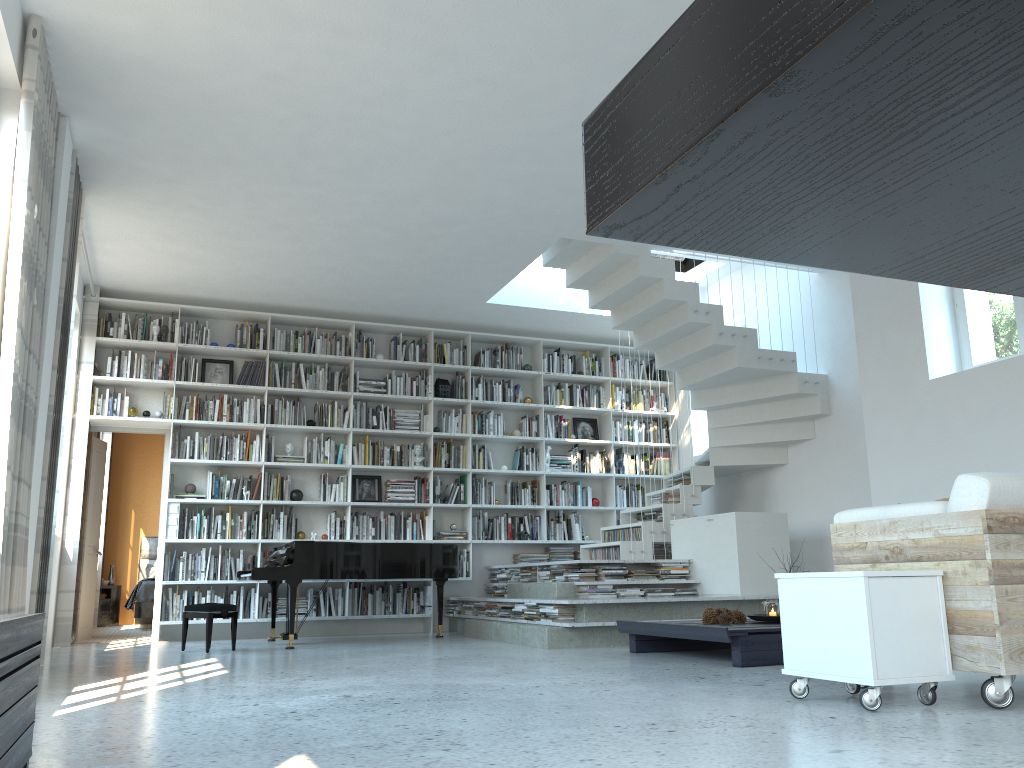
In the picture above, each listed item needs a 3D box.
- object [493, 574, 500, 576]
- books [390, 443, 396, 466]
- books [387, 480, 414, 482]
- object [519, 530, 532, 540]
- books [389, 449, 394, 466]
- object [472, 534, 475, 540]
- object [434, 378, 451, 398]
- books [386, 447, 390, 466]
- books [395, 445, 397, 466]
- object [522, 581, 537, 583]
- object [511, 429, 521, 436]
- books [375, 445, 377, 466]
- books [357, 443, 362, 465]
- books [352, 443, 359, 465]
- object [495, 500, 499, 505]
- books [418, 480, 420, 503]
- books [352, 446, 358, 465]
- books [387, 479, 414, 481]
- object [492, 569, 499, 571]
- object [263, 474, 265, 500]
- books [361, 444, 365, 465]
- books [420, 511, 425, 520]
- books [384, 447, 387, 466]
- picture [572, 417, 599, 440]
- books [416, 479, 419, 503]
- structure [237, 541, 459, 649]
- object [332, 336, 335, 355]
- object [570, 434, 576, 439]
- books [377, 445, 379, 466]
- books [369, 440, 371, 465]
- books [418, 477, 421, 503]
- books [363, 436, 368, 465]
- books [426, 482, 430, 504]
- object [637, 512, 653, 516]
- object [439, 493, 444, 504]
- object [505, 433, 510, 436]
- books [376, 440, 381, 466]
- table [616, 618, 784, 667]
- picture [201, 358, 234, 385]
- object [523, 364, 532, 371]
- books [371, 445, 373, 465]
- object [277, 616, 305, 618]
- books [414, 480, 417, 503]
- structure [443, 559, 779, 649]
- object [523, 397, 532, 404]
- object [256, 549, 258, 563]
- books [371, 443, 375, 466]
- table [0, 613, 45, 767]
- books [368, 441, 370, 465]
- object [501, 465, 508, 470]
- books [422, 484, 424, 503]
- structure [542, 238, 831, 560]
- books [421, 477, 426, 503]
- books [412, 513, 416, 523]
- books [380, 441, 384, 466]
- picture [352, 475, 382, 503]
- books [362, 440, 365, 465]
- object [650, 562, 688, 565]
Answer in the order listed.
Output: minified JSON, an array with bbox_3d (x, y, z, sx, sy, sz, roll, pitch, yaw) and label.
[{"bbox_3d":[-0.103,2.002,9.293,0.135,0.011,0.222,3,-13,-17],"label":"object"},{"bbox_3d":[-1.233,0.751,9.174,0.014,0.258,0.162,4,-13,-21],"label":"books"},{"bbox_3d":[-1.157,1.011,9.148,0.254,0.012,0.161,5,-14,-24],"label":"books"},{"bbox_3d":[0.138,1.597,9.358,0.161,0.113,0.065,7,-15,-33],"label":"object"},{"bbox_3d":[-1.266,0.780,9.164,0.050,0.198,0.146,4,-13,-21],"label":"books"},{"bbox_3d":[-0.425,1.610,9.290,0.071,0.072,0.072,-7,-14,26],"label":"object"},{"bbox_3d":[-0.744,0.058,9.445,0.135,0.247,0.136,7,-14,-31],"label":"object"},{"bbox_3d":[-1.298,0.767,9.141,0.030,0.214,0.169,4,-13,-21],"label":"books"},{"bbox_3d":[-1.220,0.763,9.172,0.010,0.233,0.175,4,-13,-21],"label":"books"},{"bbox_3d":[0.217,1.891,8.473,0.145,0.010,0.267,5,-14,-25],"label":"object"},{"bbox_3d":[0.045,0.554,9.729,0.112,0.112,0.111,11,-17,-43],"label":"object"},{"bbox_3d":[-1.412,0.752,9.097,0.012,0.227,0.170,4,-13,-21],"label":"books"},{"bbox_3d":[-1.566,0.735,9.053,0.026,0.247,0.139,4,-13,-21],"label":"books"},{"bbox_3d":[-1.594,0.733,9.032,0.042,0.241,0.162,4,-13,-21],"label":"books"},{"bbox_3d":[-0.171,1.273,9.472,0.071,0.072,0.072,-7,-14,26],"label":"object"},{"bbox_3d":[-0.980,1.130,9.199,0.013,0.255,0.163,4,-13,-21],"label":"books"},{"bbox_3d":[-1.607,0.746,9.011,0.053,0.208,0.156,4,-13,-21],"label":"books"},{"bbox_3d":[-1.157,0.999,9.148,0.254,0.012,0.161,3,-13,-17],"label":"books"},{"bbox_3d":[-0.100,1.951,9.305,0.131,0.024,0.291,4,-13,-19],"label":"object"},{"bbox_3d":[-2.431,1.021,8.648,0.012,0.269,0.130,4,-13,-21],"label":"object"},{"bbox_3d":[-1.538,0.739,9.057,0.029,0.239,0.156,4,-13,-21],"label":"books"},{"bbox_3d":[-0.922,1.469,9.150,0.011,0.299,0.149,4,-13,-21],"label":"books"},{"bbox_3d":[-1.323,0.764,9.130,0.024,0.216,0.175,4,-13,-21],"label":"books"},{"bbox_3d":[0.846,0.534,10.125,0.300,0.299,0.077,4,-13,-21],"label":"picture"},{"bbox_3d":[-0.998,1.124,9.181,0.011,0.260,0.184,4,-13,-21],"label":"books"},{"bbox_3d":[-1.332,1.802,7.670,1.919,0.830,1.337,4,-13,-21],"label":"structure"},{"bbox_3d":[-1.851,-0.361,9.171,0.010,0.246,0.157,4,-13,-21],"label":"object"},{"bbox_3d":[0.667,0.602,9.941,0.091,0.092,0.092,-7,-14,26],"label":"object"},{"bbox_3d":[-1.397,0.751,9.111,0.025,0.235,0.137,4,-13,-21],"label":"books"},{"bbox_3d":[-1.468,0.720,9.071,0.010,0.280,0.171,4,-13,-21],"label":"books"},{"bbox_3d":[-0.969,1.115,9.206,0.011,0.287,0.152,4,-13,-21],"label":"books"},{"bbox_3d":[-1.497,0.697,9.049,0.014,0.317,0.188,4,-13,-21],"label":"books"},{"bbox_3d":[-0.899,1.143,9.204,0.034,0.229,0.200,4,-13,-21],"label":"books"},{"bbox_3d":[1.374,1.319,9.005,0.161,0.025,0.175,3,-13,-17],"label":"object"},{"bbox_3d":[-0.722,1.179,9.110,0.054,0.113,0.079,4,-13,-23],"label":"object"},{"bbox_3d":[-0.053,0.563,9.662,0.068,0.068,0.068,11,-17,-43],"label":"object"},{"bbox_3d":[-1.377,0.728,9.116,0.013,0.283,0.177,4,-13,-21],"label":"books"},{"bbox_3d":[1.523,1.606,5.608,1.270,0.217,1.260,4,-14,-21],"label":"table"},{"bbox_3d":[-2.905,-0.101,8.739,0.300,0.299,0.077,4,-13,-21],"label":"picture"},{"bbox_3d":[0.170,-0.169,9.842,0.104,0.105,0.104,-7,-14,26],"label":"object"},{"bbox_3d":[-1.460,0.752,9.093,0.024,0.228,0.148,4,-13,-21],"label":"books"},{"bbox_3d":[-2.118,2.229,8.490,0.254,0.007,0.161,3,-13,-18],"label":"object"},{"bbox_3d":[-1.010,1.127,9.179,0.012,0.253,0.161,4,-13,-21],"label":"books"},{"bbox_3d":[1.064,1.994,8.266,2.900,0.657,3.120,4,-14,-21],"label":"structure"},{"bbox_3d":[0.174,0.192,9.771,0.101,0.101,0.100,11,-17,-43],"label":"object"},{"bbox_3d":[-2.455,1.732,8.491,0.017,0.289,0.089,4,-13,-21],"label":"object"},{"bbox_3d":[-1.438,0.740,9.111,0.028,0.258,0.135,4,-13,-21],"label":"books"},{"bbox_3d":[-1.335,0.705,1.849,0.524,0.414,0.928,4,-13,-21],"label":"table"},{"bbox_3d":[-1.483,0.723,9.048,0.015,0.266,0.189,4,-13,-21],"label":"books"},{"bbox_3d":[-0.084,0.912,9.548,0.071,0.072,0.072,-7,-14,26],"label":"object"},{"bbox_3d":[-0.944,1.152,9.214,0.021,0.217,0.132,4,-13,-21],"label":"books"},{"bbox_3d":[1.306,0.270,8.321,2.614,3.373,1.959,4,-13,-21],"label":"structure"},{"bbox_3d":[-0.924,1.119,9.210,0.011,0.279,0.186,4,-13,-21],"label":"books"},{"bbox_3d":[-1.009,1.473,9.123,0.010,0.283,0.132,4,-13,-21],"label":"books"},{"bbox_3d":[-1.353,0.734,9.109,0.028,0.267,0.190,4,-13,-21],"label":"books"},{"bbox_3d":[-1.482,1.080,9.059,0.300,0.299,0.077,4,-13,-21],"label":"picture"},{"bbox_3d":[-1.524,0.722,9.080,0.010,0.283,0.137,4,-13,-21],"label":"books"},{"bbox_3d":[1.373,1.567,7.775,0.284,0.030,0.177,4,-14,-21],"label":"object"}]
